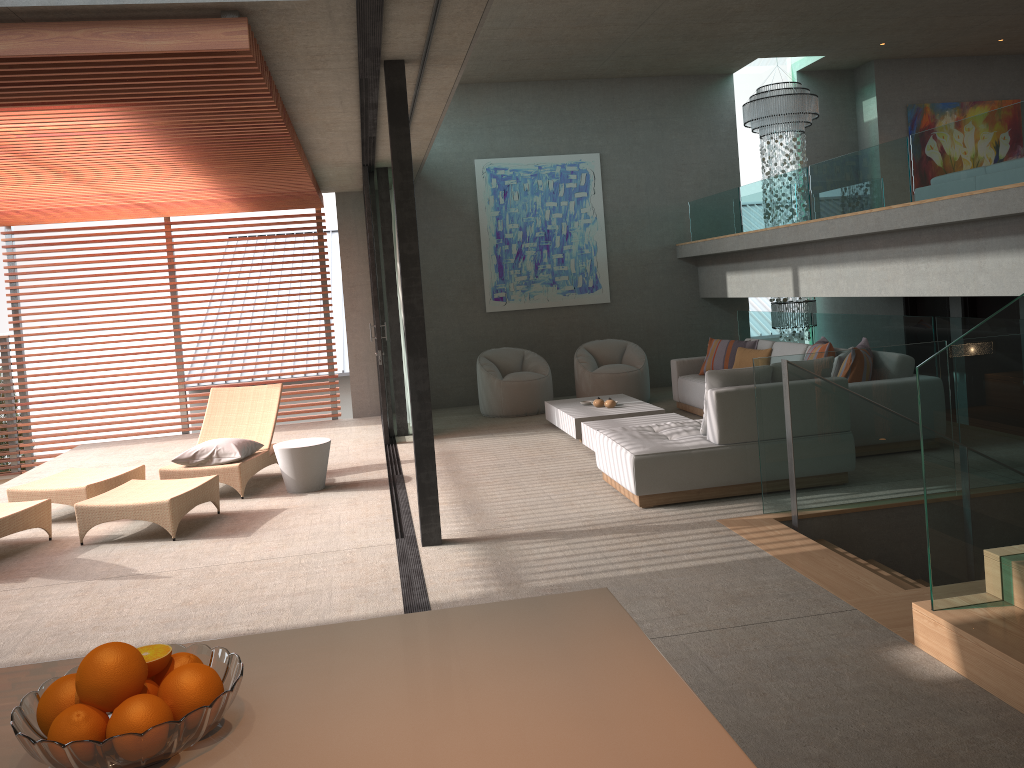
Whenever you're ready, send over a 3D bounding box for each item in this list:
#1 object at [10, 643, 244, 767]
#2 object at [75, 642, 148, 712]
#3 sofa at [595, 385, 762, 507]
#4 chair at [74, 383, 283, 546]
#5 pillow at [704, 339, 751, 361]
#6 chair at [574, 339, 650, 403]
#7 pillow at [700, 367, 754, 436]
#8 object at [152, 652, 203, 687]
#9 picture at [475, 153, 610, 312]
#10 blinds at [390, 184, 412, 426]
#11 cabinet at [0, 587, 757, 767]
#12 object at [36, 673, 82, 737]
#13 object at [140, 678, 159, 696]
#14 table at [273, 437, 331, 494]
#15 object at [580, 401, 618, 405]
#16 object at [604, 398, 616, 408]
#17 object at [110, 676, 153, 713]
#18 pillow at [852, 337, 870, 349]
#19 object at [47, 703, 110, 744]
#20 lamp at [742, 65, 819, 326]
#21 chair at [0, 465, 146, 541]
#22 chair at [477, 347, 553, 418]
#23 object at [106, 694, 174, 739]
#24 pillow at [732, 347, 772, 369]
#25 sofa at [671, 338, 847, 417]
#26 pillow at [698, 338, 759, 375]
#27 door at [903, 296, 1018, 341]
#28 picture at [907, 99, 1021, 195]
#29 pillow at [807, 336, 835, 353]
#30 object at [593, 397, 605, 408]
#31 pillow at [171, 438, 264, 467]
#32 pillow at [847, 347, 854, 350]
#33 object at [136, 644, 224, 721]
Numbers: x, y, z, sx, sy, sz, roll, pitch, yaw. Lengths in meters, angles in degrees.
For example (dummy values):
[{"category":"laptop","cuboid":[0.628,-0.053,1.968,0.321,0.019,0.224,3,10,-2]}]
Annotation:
[{"category":"object","cuboid":[-0.558,0.488,1.308,0.315,0.082,0.316,-5,6,-9]},{"category":"object","cuboid":[-0.577,0.421,1.274,0.095,0.094,0.095,-4,4,11]},{"category":"sofa","cuboid":[1.487,0.342,6.428,1.597,0.731,1.016,-5,5,-9]},{"category":"chair","cuboid":[-2.563,0.554,7.175,0.700,0.824,2.307,-4,6,6]},{"category":"pillow","cuboid":[2.425,-0.276,9.968,0.617,0.419,0.313,-2,4,27]},{"category":"chair","cuboid":[1.241,-0.146,11.011,0.921,0.785,0.925,-3,4,15]},{"category":"pillow","cuboid":[1.568,0.120,6.191,0.492,0.482,0.266,-5,3,-9]},{"category":"object","cuboid":[-0.522,0.465,1.388,0.081,0.081,0.081,-3,4,20]},{"category":"picture","cuboid":[0.424,-2.060,11.983,1.722,2.045,0.030,-5,1,-9]},{"category":"blinds","cuboid":[-1.256,-0.986,10.505,0.223,2.916,2.432,-5,3,-9]},{"category":"cabinet","cuboid":[-1.733,1.091,1.103,4.125,0.898,0.803,-5,4,-9]},{"category":"object","cuboid":[-0.647,0.477,1.302,0.094,0.094,0.094,-6,4,-20]},{"category":"object","cuboid":[-0.559,0.480,1.324,0.070,0.071,0.071,-2,4,30]},{"category":"table","cuboid":[-1.740,0.686,7.400,0.476,0.392,0.475,-7,5,-27]},{"category":"object","cuboid":[0.902,0.203,9.173,0.436,0.039,0.155,0,7,37]},{"category":"object","cuboid":[0.990,0.190,8.923,0.119,0.106,0.120,-2,4,25]},{"category":"object","cuboid":[-0.606,0.467,1.385,0.087,0.087,0.087,-6,4,-19]},{"category":"pillow","cuboid":[2.842,-0.105,7.306,0.279,0.503,0.701,-3,5,34]},{"category":"object","cuboid":[-0.601,0.488,1.229,0.081,0.081,0.081,-5,4,-15]},{"category":"lamp","cuboid":[3.779,-2.537,12.172,1.003,3.930,0.999,-5,2,-29]},{"category":"chair","cuboid":[-3.649,0.718,6.412,0.699,0.824,2.308,-4,6,10]},{"category":"chair","cuboid":[0.034,-0.044,10.909,0.922,0.785,0.924,-5,4,-5]},{"category":"object","cuboid":[-0.518,0.479,1.232,0.086,0.087,0.087,-1,5,41]},{"category":"pillow","cuboid":[2.576,-0.227,9.450,0.463,0.324,0.227,0,5,44]},{"category":"sofa","cuboid":[2.617,0.013,8.588,1.050,0.750,3.473,-5,6,-9]},{"category":"pillow","cuboid":[2.396,-0.295,9.772,0.654,0.441,0.342,-1,4,34]},{"category":"door","cuboid":[0.370,0.367,3.648,15.394,4.463,5.773,-9,6,-37]},{"category":"picture","cuboid":[6.404,-3.339,12.430,1.752,1.247,0.030,-5,1,-9]},{"category":"pillow","cuboid":[2.728,-0.150,7.916,0.310,0.493,0.741,-4,5,14]},{"category":"object","cuboid":[0.888,0.185,9.039,0.119,0.106,0.120,-5,4,-5]},{"category":"pillow","cuboid":[-2.492,0.570,7.508,0.595,0.193,0.597,-4,6,2]},{"category":"pillow","cuboid":[2.809,-0.095,7.602,0.238,0.404,0.597,-3,5,34]},{"category":"object","cuboid":[-0.509,0.461,1.336,0.173,0.100,0.097,-1,5,36]}]
